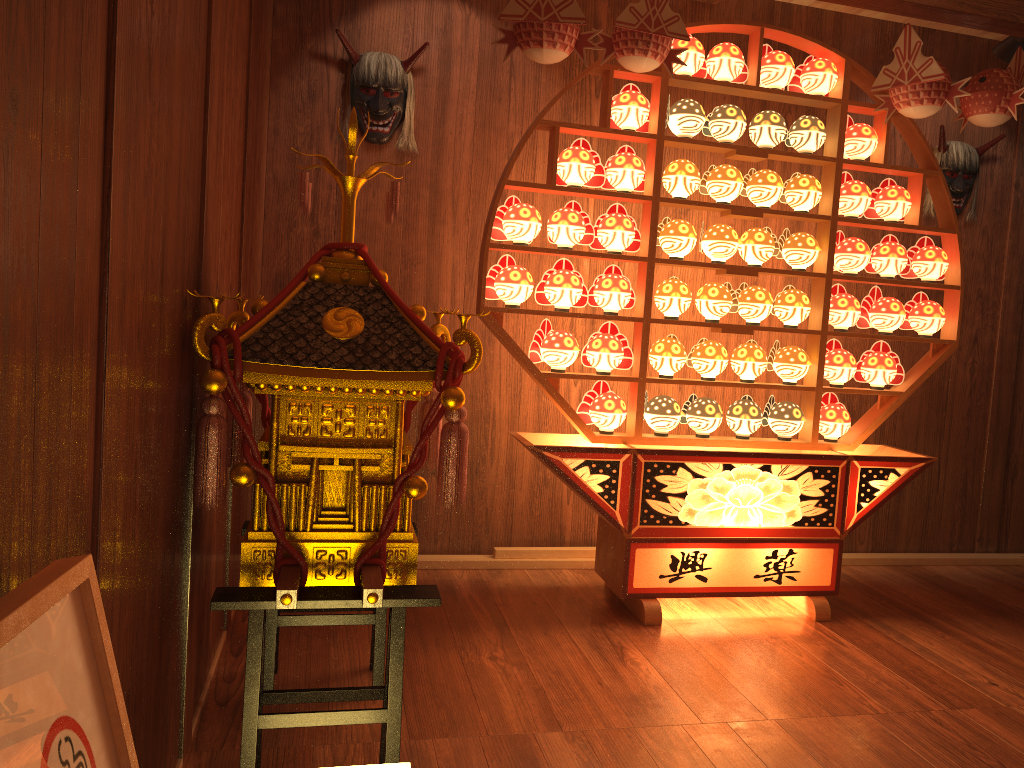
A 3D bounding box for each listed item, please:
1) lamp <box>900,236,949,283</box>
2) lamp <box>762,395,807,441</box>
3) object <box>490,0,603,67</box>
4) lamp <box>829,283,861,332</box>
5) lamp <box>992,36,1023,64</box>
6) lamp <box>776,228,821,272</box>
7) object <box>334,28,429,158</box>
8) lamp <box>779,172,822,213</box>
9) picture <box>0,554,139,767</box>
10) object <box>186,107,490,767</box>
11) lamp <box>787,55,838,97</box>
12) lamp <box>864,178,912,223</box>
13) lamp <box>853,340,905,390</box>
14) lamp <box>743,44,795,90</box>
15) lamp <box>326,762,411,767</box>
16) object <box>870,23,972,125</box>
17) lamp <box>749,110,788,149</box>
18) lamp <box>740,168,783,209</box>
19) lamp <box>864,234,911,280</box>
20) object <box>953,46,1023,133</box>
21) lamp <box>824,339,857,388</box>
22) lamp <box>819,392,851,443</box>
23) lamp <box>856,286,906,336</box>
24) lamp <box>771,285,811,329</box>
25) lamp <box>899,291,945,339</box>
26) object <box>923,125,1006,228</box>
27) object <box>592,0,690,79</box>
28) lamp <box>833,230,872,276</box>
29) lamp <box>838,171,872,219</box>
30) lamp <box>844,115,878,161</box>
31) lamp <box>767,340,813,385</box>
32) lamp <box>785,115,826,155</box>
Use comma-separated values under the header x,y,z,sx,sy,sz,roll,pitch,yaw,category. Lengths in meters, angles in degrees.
x,y,z,sx,sy,sz,roll,pitch,yaw,category
1.696,-0.506,3.575,0.200,0.200,0.157,4,4,1,lamp
1.087,0.136,3.477,0.151,0.173,0.144,8,6,42,lamp
0.114,-1.193,2.851,0.360,0.311,0.241,5,4,12,object
1.311,-0.302,3.492,0.190,0.195,0.156,4,4,-4,lamp
2.076,-1.411,3.670,0.135,0.177,0.176,4,4,7,lamp
1.127,-0.521,3.428,0.144,0.173,0.151,0,6,-43,lamp
-0.517,-1.122,3.474,0.370,0.453,0.135,3,4,-14,object
1.126,-0.740,3.404,0.141,0.173,0.155,3,4,-8,lamp
-0.358,0.584,0.741,0.217,0.787,0.397,3,4,-7,picture
-0.421,0.108,2.130,0.617,1.514,0.796,3,4,-13,object
1.178,-1.185,3.379,0.191,0.188,0.155,3,4,-9,lamp
1.516,-0.732,3.508,0.189,0.195,0.157,4,4,1,lamp
1.478,-0.077,3.557,0.196,0.200,0.161,6,5,21,lamp
1.001,-1.200,3.331,0.205,0.200,0.153,2,5,-23,lamp
-0.288,0.782,1.291,0.285,0.315,0.276,3,4,-13,lamp
1.488,-1.122,3.220,0.249,0.314,0.352,1,5,-36,object
0.966,-0.966,3.349,0.135,0.167,0.161,6,5,27,lamp
0.968,-0.745,3.364,0.144,0.167,0.152,1,5,-33,lamp
1.508,-0.511,3.529,0.178,0.191,0.160,5,4,17,lamp
1.795,-1.120,3.302,0.232,0.318,0.359,3,4,-17,object
1.300,-0.082,3.508,0.187,0.193,0.156,4,4,-4,lamp
1.283,0.134,3.527,0.194,0.197,0.157,4,4,1,lamp
1.514,-0.295,3.546,0.206,0.200,0.152,2,5,-28,lamp
1.092,-0.302,3.435,0.139,0.173,0.157,4,4,2,lamp
1.692,-0.282,3.594,0.183,0.192,0.156,4,4,-3,lamp
2.122,-0.963,4.180,0.370,0.453,0.135,3,4,-14,object
0.432,-1.188,2.942,0.354,0.306,0.212,3,4,-14,object
1.348,-0.516,3.484,0.195,0.187,0.152,1,5,-33,lamp
1.341,-0.743,3.461,0.203,0.200,0.154,3,4,-14,lamp
1.362,-0.962,3.448,0.206,0.200,0.152,2,5,-28,lamp
1.101,-0.082,3.458,0.151,0.173,0.144,8,6,42,lamp
1.135,-0.960,3.388,0.139,0.173,0.157,4,4,2,lamp
